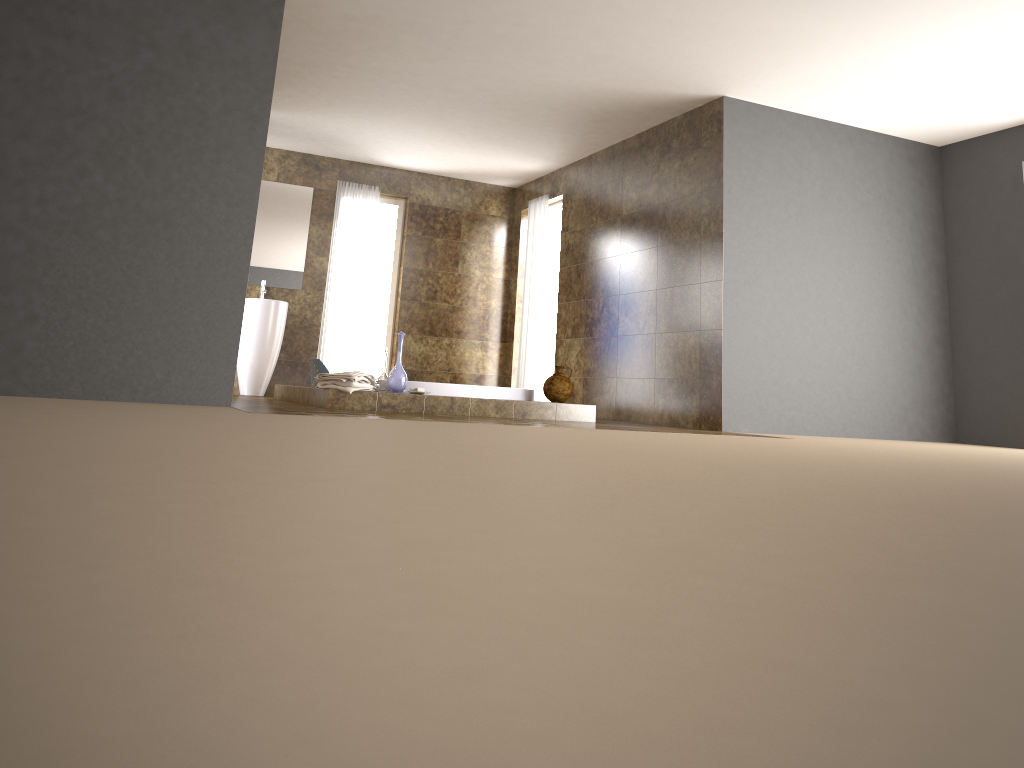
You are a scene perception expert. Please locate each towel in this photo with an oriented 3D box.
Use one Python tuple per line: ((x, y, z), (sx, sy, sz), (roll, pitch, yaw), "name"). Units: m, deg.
((-1.118, -0.015, 5.795), (0.339, 0.155, 0.311), (2, -3, 20), "towel")

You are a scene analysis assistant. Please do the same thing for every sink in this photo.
((-2.435, -0.461, 8.349), (0.454, 1.176, 0.423), (8, -12, -21), "sink")

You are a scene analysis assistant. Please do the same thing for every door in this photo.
((0.684, -0.791, 9.519), (0.962, 2.305, 0.038), (2, -13, 9), "door")

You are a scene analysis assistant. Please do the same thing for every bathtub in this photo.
((-0.704, 0.135, 6.881), (1.752, 0.541, 1.698), (3, -2, 7), "bathtub")

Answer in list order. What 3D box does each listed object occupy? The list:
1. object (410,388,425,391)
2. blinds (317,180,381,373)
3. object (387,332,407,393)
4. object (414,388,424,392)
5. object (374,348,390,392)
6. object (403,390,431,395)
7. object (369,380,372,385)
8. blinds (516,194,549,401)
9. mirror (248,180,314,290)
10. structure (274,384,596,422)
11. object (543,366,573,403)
((-0.654, 0.045, 5.953), (0.100, 0.033, 0.059), (4, -4, -9), "object")
((-1.698, -1.005, 8.995), (0.512, 2.344, 0.065), (9, -14, -23), "blinds")
((-0.774, -0.150, 5.922), (0.135, 0.435, 0.131), (7, -12, -16), "object")
((-0.631, 0.043, 5.888), (0.053, 0.035, 0.072), (6, -4, -24), "object")
((-0.885, -0.100, 6.010), (0.129, 0.319, 0.125), (7, -12, -16), "object")
((-0.653, 0.061, 5.938), (0.187, 0.019, 0.187), (4, -1, -35), "object")
((-1.064, 0.007, 6.037), (0.166, 0.078, 0.168), (6, -4, -43), "object")
((0.206, -0.878, 9.122), (0.068, 2.357, 0.470), (10, -14, -25), "blinds")
((-2.464, -1.532, 8.794), (0.759, 1.130, 0.008), (7, -13, -23), "mirror")
((-0.704, 0.144, 6.881), (1.984, 0.128, 1.967), (4, -1, -24), "structure")
((0.351, 0.001, 6.532), (0.228, 0.285, 0.223), (-3, -10, 37), "object")
